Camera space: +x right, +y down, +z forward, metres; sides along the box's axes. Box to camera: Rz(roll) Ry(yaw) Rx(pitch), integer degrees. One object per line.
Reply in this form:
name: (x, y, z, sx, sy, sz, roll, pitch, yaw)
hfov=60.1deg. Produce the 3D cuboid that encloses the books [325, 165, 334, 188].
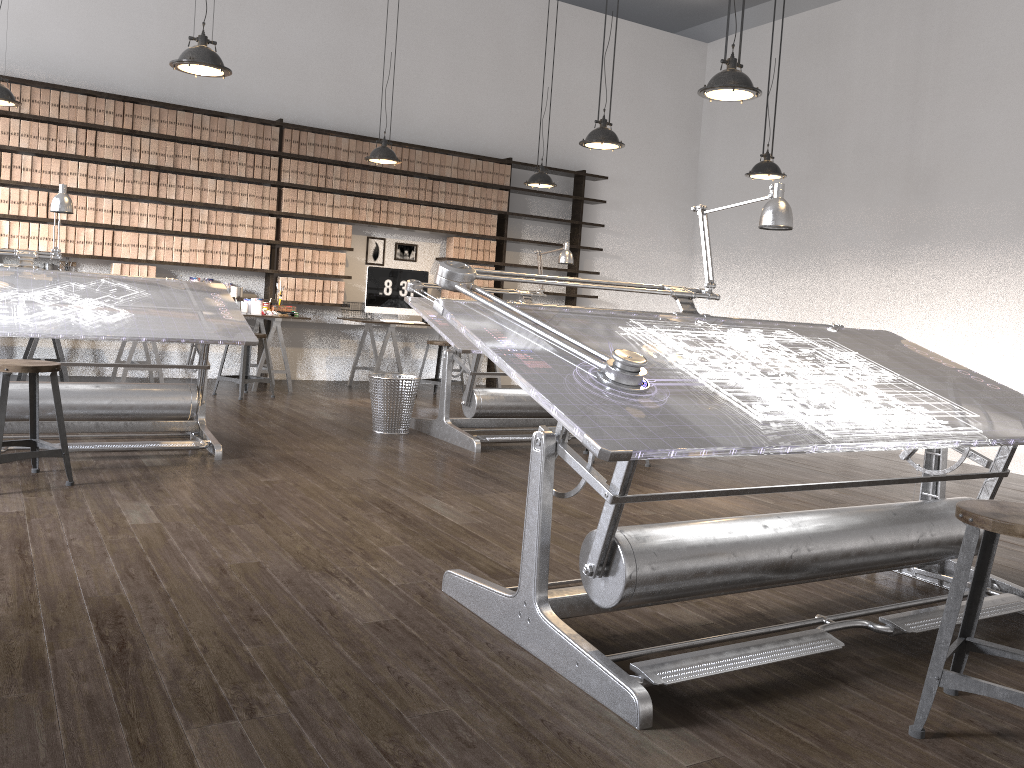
books: (-1.787, -1.988, 8.541, 0.066, 0.225, 0.175, 3, 4, -31)

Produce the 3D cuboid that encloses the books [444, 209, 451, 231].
books: (-0.709, -1.703, 9.208, 0.066, 0.225, 0.175, 3, 4, -31)

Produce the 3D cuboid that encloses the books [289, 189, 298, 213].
books: (-2.091, -1.725, 8.372, 0.067, 0.225, 0.175, 3, 4, -31)

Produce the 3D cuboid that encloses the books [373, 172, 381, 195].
books: (-1.370, -1.981, 8.784, 0.067, 0.225, 0.175, 3, 4, -31)

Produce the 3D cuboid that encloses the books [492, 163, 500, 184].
books: (-0.211, -2.238, 9.460, 0.066, 0.225, 0.175, 3, 4, -31)

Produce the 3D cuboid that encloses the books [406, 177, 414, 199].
books: (-1.066, -1.975, 8.964, 0.067, 0.225, 0.175, 3, 4, -31)

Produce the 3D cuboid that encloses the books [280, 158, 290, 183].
books: (-2.147, -1.994, 8.321, 0.066, 0.225, 0.175, 3, 4, -31)

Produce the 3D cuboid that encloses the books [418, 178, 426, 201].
books: (-0.950, -1.974, 9.041, 0.066, 0.225, 0.175, 3, 4, -31)

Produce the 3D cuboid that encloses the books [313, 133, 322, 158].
books: (-1.881, -2.266, 8.461, 0.066, 0.225, 0.175, 3, 4, -31)

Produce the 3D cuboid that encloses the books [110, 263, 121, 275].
books: (-3.422, -0.929, 7.642, 0.067, 0.225, 0.175, 3, 4, -31)

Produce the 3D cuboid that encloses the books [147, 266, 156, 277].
books: (-3.185, -0.926, 7.792, 0.066, 0.225, 0.175, 3, 4, -31)

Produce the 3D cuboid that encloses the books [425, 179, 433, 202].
books: (-0.884, -1.973, 9.075, 0.067, 0.225, 0.175, 3, 4, -31)

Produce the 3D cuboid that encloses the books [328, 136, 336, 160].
books: (-1.759, -2.263, 8.527, 0.067, 0.225, 0.175, 3, 4, -31)

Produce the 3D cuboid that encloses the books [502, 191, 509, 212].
books: (-0.116, -1.960, 9.537, 0.066, 0.225, 0.175, 3, 4, -31)

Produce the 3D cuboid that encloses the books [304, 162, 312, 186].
books: (-1.970, -1.991, 8.428, 0.066, 0.225, 0.175, 3, 4, -31)

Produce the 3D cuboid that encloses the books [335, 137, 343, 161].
books: (-1.704, -2.263, 8.565, 0.066, 0.225, 0.175, 3, 4, -31)

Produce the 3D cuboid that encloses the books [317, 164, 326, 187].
books: (-1.848, -1.989, 8.497, 0.067, 0.225, 0.175, 3, 4, -31)

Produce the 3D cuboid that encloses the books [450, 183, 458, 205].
books: (-0.639, -1.969, 9.227, 0.066, 0.225, 0.175, 3, 4, -31)

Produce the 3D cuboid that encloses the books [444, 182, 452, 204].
books: (-0.700, -1.970, 9.190, 0.066, 0.225, 0.175, 3, 4, -31)

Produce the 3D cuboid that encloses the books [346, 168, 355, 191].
books: (-1.604, -1.985, 8.649, 0.066, 0.225, 0.175, 3, 4, -31)

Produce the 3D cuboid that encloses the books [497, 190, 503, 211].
books: (-0.171, -1.961, 9.506, 0.066, 0.225, 0.175, 3, 4, -31)

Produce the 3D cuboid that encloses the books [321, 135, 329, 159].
books: (-1.820, -2.265, 8.498, 0.066, 0.225, 0.175, 3, 4, -31)

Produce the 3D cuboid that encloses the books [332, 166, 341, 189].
books: (-1.723, -1.987, 8.573, 0.066, 0.225, 0.175, 3, 4, -31)

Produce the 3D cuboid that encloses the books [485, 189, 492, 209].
books: (-0.289, -1.963, 9.438, 0.066, 0.225, 0.175, 3, 4, -31)

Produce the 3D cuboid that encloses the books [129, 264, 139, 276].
books: (-3.306, -0.928, 7.718, 0.066, 0.225, 0.175, 3, 4, -31)

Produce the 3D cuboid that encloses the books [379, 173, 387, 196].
books: (-1.312, -1.980, 8.823, 0.066, 0.225, 0.175, 3, 4, -31)

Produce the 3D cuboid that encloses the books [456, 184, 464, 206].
books: (-0.579, -1.967, 9.256, 0.067, 0.225, 0.175, 3, 4, -31)

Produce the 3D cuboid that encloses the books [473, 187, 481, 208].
books: (-0.406, -1.965, 9.361, 0.067, 0.225, 0.175, 3, 4, -31)

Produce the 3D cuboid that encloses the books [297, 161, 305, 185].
books: (-2.021, -1.991, 8.392, 0.067, 0.225, 0.175, 3, 4, -31)

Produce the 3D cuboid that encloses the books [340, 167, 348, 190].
books: (-1.665, -1.986, 8.613, 0.066, 0.225, 0.175, 3, 4, -31)

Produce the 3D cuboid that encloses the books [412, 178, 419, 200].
books: (-1.014, -1.975, 9.000, 0.066, 0.225, 0.175, 3, 4, -31)

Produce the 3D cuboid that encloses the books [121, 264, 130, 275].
books: (-3.367, -0.929, 7.682, 0.066, 0.225, 0.175, 3, 4, -31)

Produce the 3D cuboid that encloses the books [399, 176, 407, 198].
books: (-1.128, -1.976, 8.927, 0.066, 0.225, 0.175, 3, 4, -31)

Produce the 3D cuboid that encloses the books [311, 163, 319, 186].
books: (-1.915, -1.990, 8.464, 0.066, 0.225, 0.175, 3, 4, -31)

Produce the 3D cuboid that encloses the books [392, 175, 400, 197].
books: (-1.192, -1.978, 8.893, 0.066, 0.225, 0.175, 3, 4, -31)

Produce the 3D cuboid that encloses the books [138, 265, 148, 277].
books: (-3.243, -0.926, 7.751, 0.066, 0.225, 0.175, 3, 4, -31)

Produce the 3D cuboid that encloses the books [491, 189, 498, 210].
books: (-0.225, -1.961, 9.468, 0.067, 0.225, 0.175, 3, 4, -31)

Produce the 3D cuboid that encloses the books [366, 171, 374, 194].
books: (-1.434, -1.982, 8.748, 0.066, 0.225, 0.175, 3, 4, -31)

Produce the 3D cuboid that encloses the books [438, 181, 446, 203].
books: (-0.759, -1.971, 9.150, 0.066, 0.225, 0.175, 3, 4, -31)

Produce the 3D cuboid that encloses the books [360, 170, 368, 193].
books: (-1.488, -1.983, 8.717, 0.066, 0.225, 0.175, 3, 4, -31)

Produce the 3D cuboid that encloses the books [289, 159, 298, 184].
books: (-2.084, -1.992, 8.355, 0.066, 0.225, 0.175, 3, 4, -31)

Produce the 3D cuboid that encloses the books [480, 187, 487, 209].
books: (-0.348, -1.964, 9.400, 0.066, 0.225, 0.175, 3, 4, -31)

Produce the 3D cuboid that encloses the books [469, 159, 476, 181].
books: (-0.452, -2.242, 9.313, 0.066, 0.225, 0.175, 3, 4, -31)

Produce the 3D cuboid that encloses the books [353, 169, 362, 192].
books: (-1.543, -1.983, 8.679, 0.067, 0.225, 0.175, 3, 4, -31)

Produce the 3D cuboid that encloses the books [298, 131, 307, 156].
books: (-2.003, -2.268, 8.389, 0.066, 0.225, 0.175, 3, 4, -31)

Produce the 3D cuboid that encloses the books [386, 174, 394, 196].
books: (-1.253, -1.979, 8.860, 0.066, 0.225, 0.175, 3, 4, -31)

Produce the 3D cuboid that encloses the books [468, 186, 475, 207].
books: (-0.469, -1.966, 9.325, 0.066, 0.225, 0.175, 3, 4, -31)

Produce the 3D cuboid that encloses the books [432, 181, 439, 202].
books: (-0.822, -1.972, 9.118, 0.066, 0.225, 0.175, 3, 4, -31)

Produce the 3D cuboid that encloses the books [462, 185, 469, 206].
books: (-0.524, -1.967, 9.295, 0.066, 0.225, 0.175, 3, 4, -31)

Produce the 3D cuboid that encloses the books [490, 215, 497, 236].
books: (-0.234, -1.694, 9.486, 0.066, 0.225, 0.175, 3, 4, -31)

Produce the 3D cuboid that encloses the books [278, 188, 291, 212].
books: (-2.148, -1.726, 8.343, 0.066, 0.225, 0.175, 3, 4, -31)

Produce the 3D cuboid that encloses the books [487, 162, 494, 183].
books: (-0.274, -2.239, 9.421, 0.066, 0.225, 0.175, 3, 4, -31)

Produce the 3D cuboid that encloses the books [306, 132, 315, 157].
books: (-1.940, -2.266, 8.421, 0.066, 0.225, 0.175, 3, 4, -31)
